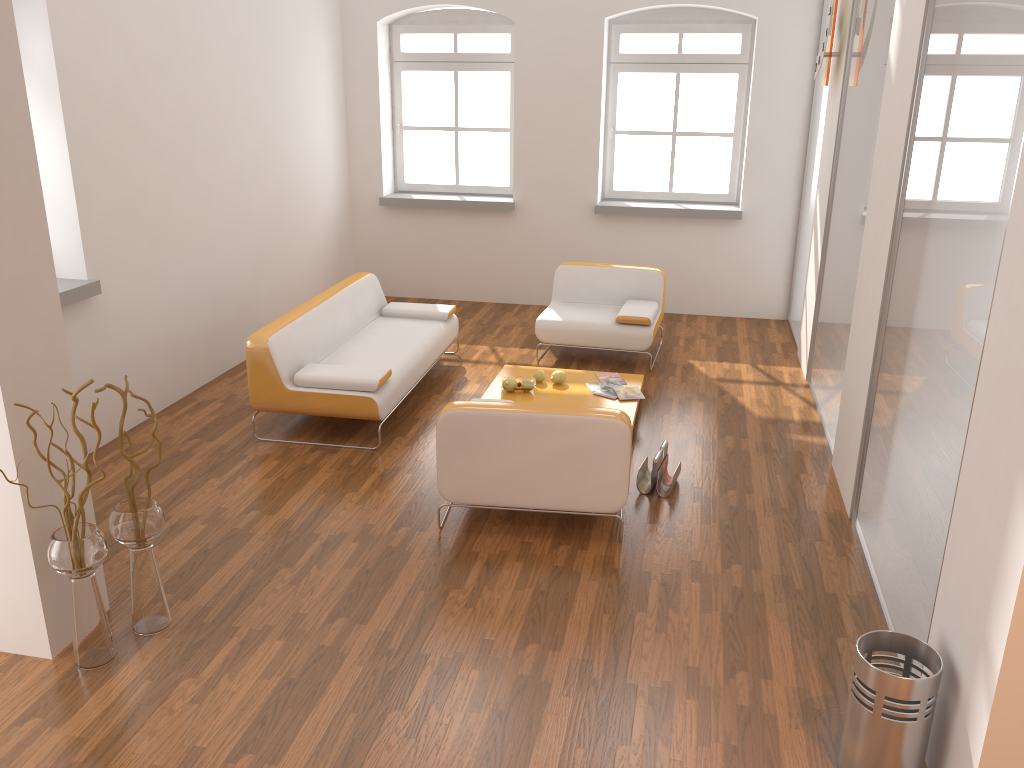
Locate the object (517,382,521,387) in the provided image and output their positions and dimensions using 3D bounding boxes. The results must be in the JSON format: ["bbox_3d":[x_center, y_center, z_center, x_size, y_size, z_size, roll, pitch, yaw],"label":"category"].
[{"bbox_3d":[0.032,-0.001,5.932,0.134,0.037,0.061,7,20,18],"label":"object"}]

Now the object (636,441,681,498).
[{"bbox_3d":[0.806,0.457,4.838,0.189,0.217,0.281,8,20,20],"label":"object"}]

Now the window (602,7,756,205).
[{"bbox_3d":[1.515,-2.551,8.219,1.308,1.737,0.142,4,19,11],"label":"window"}]

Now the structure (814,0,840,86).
[{"bbox_3d":[2.216,-2.475,6.107,0.125,0.800,0.605,4,19,11],"label":"structure"}]

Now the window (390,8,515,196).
[{"bbox_3d":[-0.545,-2.711,8.626,1.308,1.737,0.142,4,19,11],"label":"window"}]

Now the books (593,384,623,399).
[{"bbox_3d":[0.666,0.048,5.871,0.171,0.004,0.249,13,23,32],"label":"books"}]

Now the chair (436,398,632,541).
[{"bbox_3d":[0.142,0.308,4.565,0.923,0.661,0.825,3,19,6],"label":"chair"}]

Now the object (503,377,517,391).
[{"bbox_3d":[-0.010,0.003,5.845,0.102,0.095,0.101,-6,20,-18],"label":"object"}]

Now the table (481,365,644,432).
[{"bbox_3d":[0.333,0.126,5.883,1.000,0.150,1.000,4,19,11],"label":"table"}]

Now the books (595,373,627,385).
[{"bbox_3d":[0.681,-0.036,6.126,0.171,0.004,0.249,-2,19,-7],"label":"books"}]

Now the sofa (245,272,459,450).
[{"bbox_3d":[-1.004,-0.260,6.186,0.825,0.661,2.010,4,19,10],"label":"sofa"}]

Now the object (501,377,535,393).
[{"bbox_3d":[0.041,0.011,5.906,0.227,0.048,0.227,1,19,1],"label":"object"}]

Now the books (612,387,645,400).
[{"bbox_3d":[0.767,0.058,5.830,0.171,0.004,0.249,-1,19,-5],"label":"books"}]

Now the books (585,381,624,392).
[{"bbox_3d":[0.628,0.017,5.973,0.249,0.004,0.171,-4,20,-13],"label":"books"}]

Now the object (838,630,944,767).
[{"bbox_3d":[1.189,1.041,2.799,0.248,0.450,0.248,-12,23,-32],"label":"object"}]

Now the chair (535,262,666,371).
[{"bbox_3d":[0.723,-0.567,7.120,0.923,0.661,0.825,6,20,14],"label":"chair"}]

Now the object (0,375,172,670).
[{"bbox_3d":[-1.554,0.519,3.226,0.284,1.112,0.655,12,22,31],"label":"object"}]

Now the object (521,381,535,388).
[{"bbox_3d":[0.104,0.020,5.860,0.091,0.065,0.092,-9,21,-25],"label":"object"}]

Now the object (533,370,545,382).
[{"bbox_3d":[0.188,-0.055,6.040,0.080,0.087,0.094,15,24,37],"label":"object"}]

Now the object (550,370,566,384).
[{"bbox_3d":[0.315,-0.047,6.015,0.105,0.091,0.103,3,19,6],"label":"object"}]
